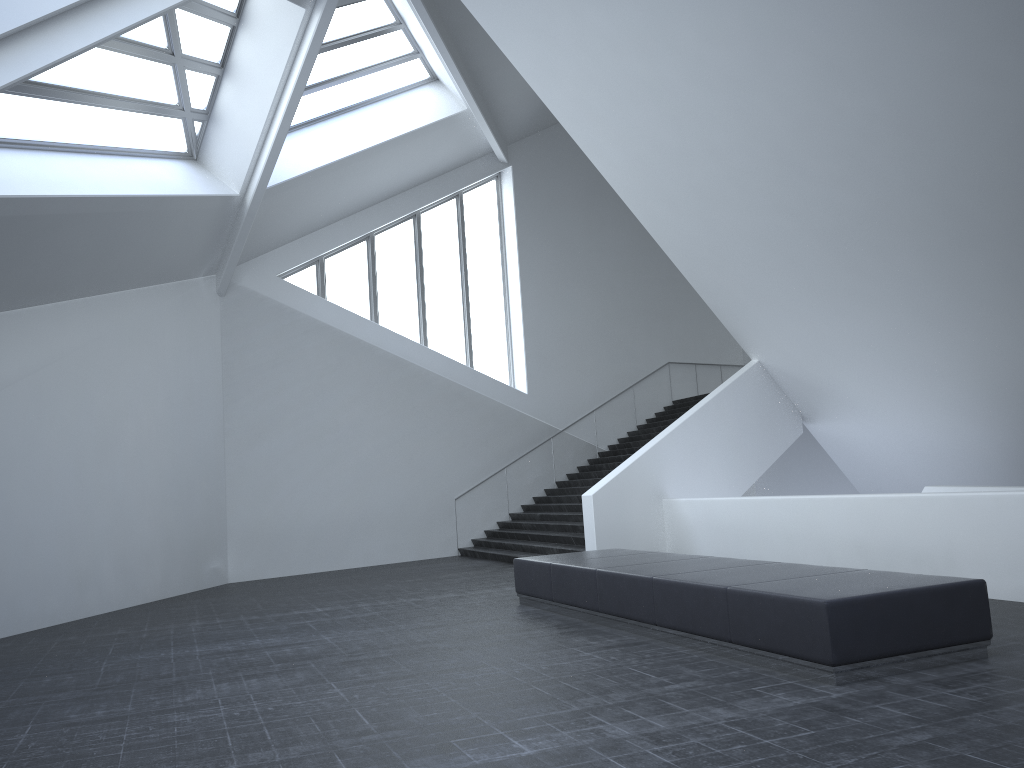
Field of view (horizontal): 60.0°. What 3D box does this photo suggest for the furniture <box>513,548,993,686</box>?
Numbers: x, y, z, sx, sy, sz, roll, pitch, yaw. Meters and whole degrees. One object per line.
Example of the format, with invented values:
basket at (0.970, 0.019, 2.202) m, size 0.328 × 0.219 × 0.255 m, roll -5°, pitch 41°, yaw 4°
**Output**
furniture at (1.775, 2.111, 8.872) m, size 1.488 × 0.580 × 5.742 m, roll -1°, pitch -7°, yaw -22°
